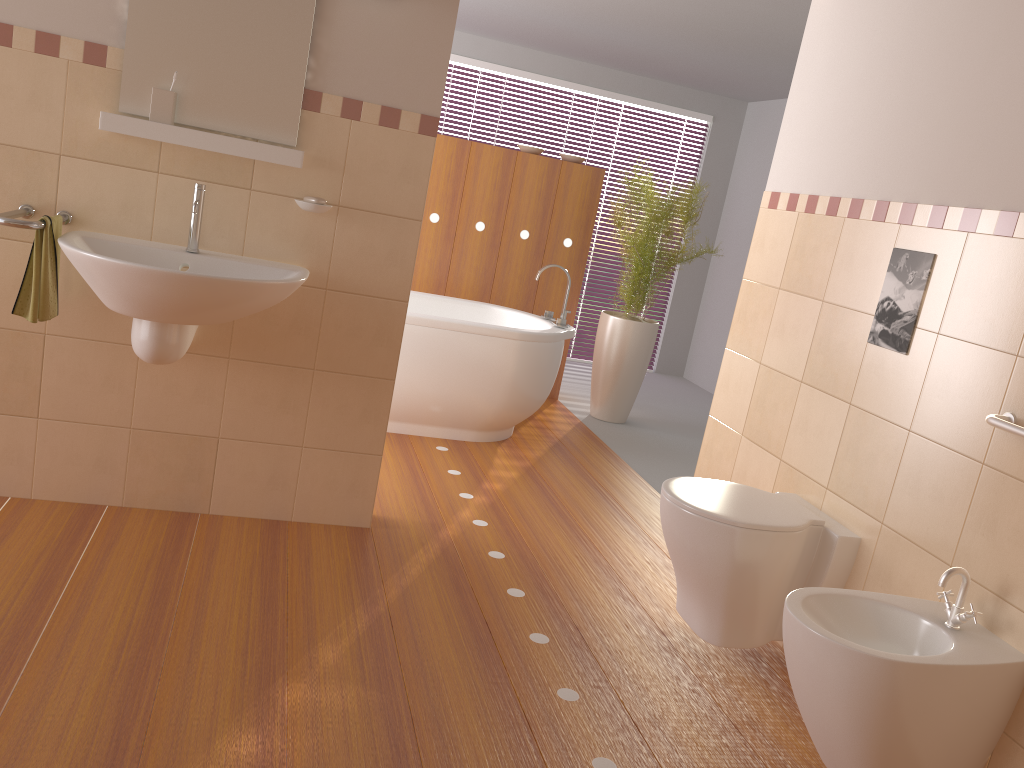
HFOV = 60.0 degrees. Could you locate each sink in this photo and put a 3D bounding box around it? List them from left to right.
[{"bbox_3d":[-0.918,-0.294,2.482,0.683,0.516,0.539,8,12,-16],"label":"sink"},{"bbox_3d":[0.832,0.643,1.993,0.515,0.517,0.335,8,12,-16],"label":"sink"}]

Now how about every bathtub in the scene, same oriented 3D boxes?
[{"bbox_3d":[-0.587,-0.288,4.496,1.874,0.900,0.888,8,12,-16],"label":"bathtub"}]

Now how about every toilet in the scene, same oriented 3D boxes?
[{"bbox_3d":[0.657,0.535,2.626,0.534,0.400,0.375,8,12,-16],"label":"toilet"}]

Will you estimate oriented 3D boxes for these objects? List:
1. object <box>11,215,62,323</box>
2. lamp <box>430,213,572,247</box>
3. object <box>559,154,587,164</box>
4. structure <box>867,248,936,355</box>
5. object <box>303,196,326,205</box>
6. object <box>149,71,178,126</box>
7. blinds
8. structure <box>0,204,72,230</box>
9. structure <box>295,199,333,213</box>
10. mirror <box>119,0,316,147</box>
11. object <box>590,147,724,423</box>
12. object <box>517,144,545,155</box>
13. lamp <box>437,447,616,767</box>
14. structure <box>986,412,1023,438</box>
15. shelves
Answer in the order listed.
[{"bbox_3d":[-1.297,-0.324,2.481,0.085,0.306,0.181,11,12,0],"label":"object"},{"bbox_3d":[-0.189,-0.940,5.294,1.169,0.052,0.001,8,12,-16],"label":"lamp"},{"bbox_3d":[0.372,-1.379,5.461,0.173,0.046,0.173,8,12,-16],"label":"object"},{"bbox_3d":[1.079,-0.233,2.468,0.005,0.279,0.170,8,12,-16],"label":"structure"},{"bbox_3d":[-0.606,-0.564,2.726,0.075,0.023,0.050,20,15,38],"label":"object"},{"bbox_3d":[-0.991,-0.820,2.530,0.063,0.149,0.073,8,12,-16],"label":"object"},{"bbox_3d":[-0.874,-1.399,6.609,4.712,2.022,0.032,8,12,-16],"label":"blinds"},{"bbox_3d":[-1.328,-0.455,2.444,0.142,0.042,0.333,8,12,-16],"label":"structure"},{"bbox_3d":[-0.611,-0.542,2.729,0.117,0.029,0.092,8,12,-16],"label":"structure"},{"bbox_3d":[-0.823,-1.138,2.552,0.502,0.799,0.008,8,12,-16],"label":"mirror"},{"bbox_3d":[0.832,-0.513,5.269,0.683,1.557,1.335,15,12,16],"label":"object"},{"bbox_3d":[0.112,-1.414,5.387,0.173,0.046,0.173,8,12,-16],"label":"object"},{"bbox_3d":[-1.480,0.449,2.395,3.173,0.001,2.893,8,12,-16],"label":"lamp"},{"bbox_3d":[1.146,0.112,1.933,0.091,0.042,0.295,8,12,-16],"label":"structure"},{"bbox_3d":[-0.892,-0.710,2.591,0.554,0.050,0.138,8,12,-16],"label":"shelves"}]
